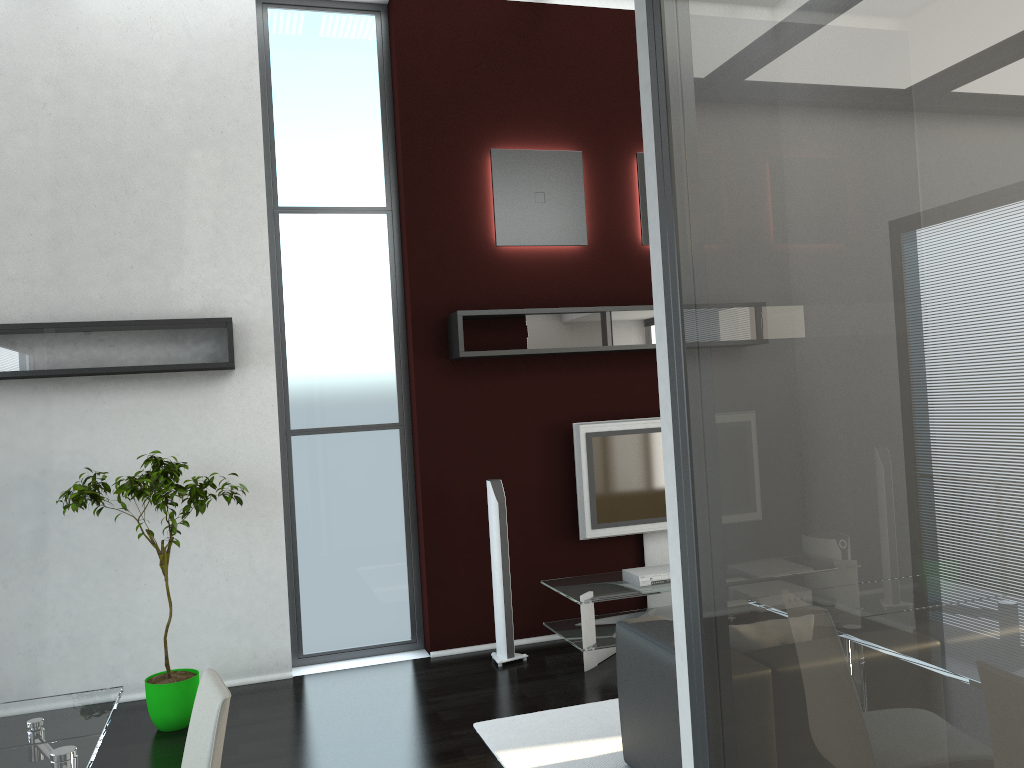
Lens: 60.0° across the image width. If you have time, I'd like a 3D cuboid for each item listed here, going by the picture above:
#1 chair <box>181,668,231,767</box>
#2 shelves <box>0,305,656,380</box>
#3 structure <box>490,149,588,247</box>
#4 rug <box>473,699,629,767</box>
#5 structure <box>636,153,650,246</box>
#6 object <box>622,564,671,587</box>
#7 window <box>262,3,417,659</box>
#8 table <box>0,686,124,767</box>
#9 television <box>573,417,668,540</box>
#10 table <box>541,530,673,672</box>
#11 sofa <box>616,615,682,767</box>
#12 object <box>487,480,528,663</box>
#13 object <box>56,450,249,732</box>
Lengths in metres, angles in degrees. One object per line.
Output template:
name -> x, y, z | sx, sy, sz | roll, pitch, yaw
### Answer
chair -> -1.024, 1.301, 2.271 | 0.612, 0.959, 0.471 | -3, -1, -27
shelves -> -0.295, -0.325, 5.931 | 6.988, 0.301, 0.305 | -3, -1, -17
structure -> 0.188, -1.305, 6.246 | 0.678, 0.676, 0.055 | -3, -1, -17
rug -> 1.823, 1.649, 4.286 | 3.695, 0.009, 1.875 | -3, -1, -17
structure -> 1.247, -1.363, 6.569 | 0.678, 0.676, 0.055 | -3, -1, -17
object -> 0.990, 1.265, 5.882 | 0.439, 0.073, 0.273 | -3, -1, -17
window -> -1.174, -0.390, 6.061 | 0.800, 4.400, 0.025 | -3, -1, -17
table -> -1.431, 1.428, 1.748 | 0.940, 0.731, 2.720 | -3, -1, -17
television -> 1.133, 0.637, 6.335 | 1.436, 0.807, 0.099 | -3, -1, -17
table -> 1.268, 1.171, 6.075 | 2.046, 1.093, 0.771 | -3, -1, -17
sofa -> 1.913, 1.294, 3.970 | 2.781, 0.652, 0.943 | -3, -1, -17
object -> -0.077, 1.197, 5.760 | 0.228, 1.141, 0.215 | -3, -1, -32
object -> -1.981, 1.134, 4.978 | 0.994, 1.515, 0.646 | -3, -1, -25
